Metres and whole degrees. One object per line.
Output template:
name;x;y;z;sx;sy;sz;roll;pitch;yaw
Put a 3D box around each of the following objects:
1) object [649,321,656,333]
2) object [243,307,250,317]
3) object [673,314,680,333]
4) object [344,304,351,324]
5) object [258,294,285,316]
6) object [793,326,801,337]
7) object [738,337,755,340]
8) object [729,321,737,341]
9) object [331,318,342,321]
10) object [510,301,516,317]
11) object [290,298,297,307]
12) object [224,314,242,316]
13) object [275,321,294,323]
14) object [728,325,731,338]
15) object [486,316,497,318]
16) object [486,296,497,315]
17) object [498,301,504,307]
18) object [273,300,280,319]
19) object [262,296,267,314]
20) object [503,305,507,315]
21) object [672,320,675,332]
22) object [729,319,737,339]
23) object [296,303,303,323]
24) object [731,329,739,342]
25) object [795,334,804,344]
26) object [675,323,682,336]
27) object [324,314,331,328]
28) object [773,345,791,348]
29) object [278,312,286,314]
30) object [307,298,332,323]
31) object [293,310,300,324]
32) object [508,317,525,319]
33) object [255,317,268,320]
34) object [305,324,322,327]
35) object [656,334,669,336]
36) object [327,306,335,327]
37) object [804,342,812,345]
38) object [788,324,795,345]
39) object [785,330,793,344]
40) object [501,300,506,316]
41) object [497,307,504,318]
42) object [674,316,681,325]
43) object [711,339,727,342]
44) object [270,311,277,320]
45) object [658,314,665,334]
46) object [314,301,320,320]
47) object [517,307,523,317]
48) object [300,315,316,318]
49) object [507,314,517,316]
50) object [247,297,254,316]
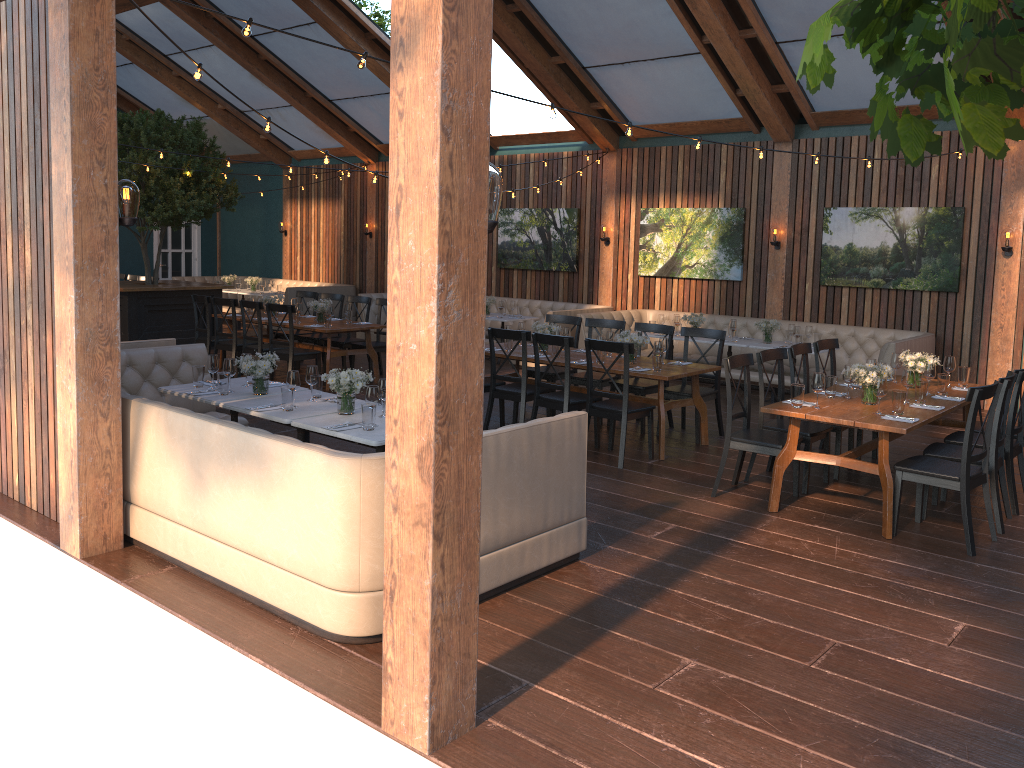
object;1.809;-0.733;11.405;0.092;0.157;0.092;5;7;26
object;-3.473;-0.963;11.592;0.092;0.157;0.092;-3;8;-33
object;2.135;-0.783;11.502;0.092;0.243;0.093;1;6;-2
object;-2.049;-0.872;11.004;0.092;0.243;0.093;-1;7;-24
object;-3.169;-1.050;11.714;0.330;0.307;0.337;7;9;35
object;3.288;-0.543;10.216;0.092;0.243;0.093;1;6;-7
object;2.902;-0.575;11.041;0.158;0.019;0.256;9;12;40
object;2.679;-0.642;10.725;0.092;0.243;0.093;1;6;-7
object;-2.328;-0.834;11.419;0.158;0.019;0.256;9;12;40
object;0.010;-1.120;13.224;0.092;0.243;0.093;1;6;-2
object;-2.887;-1.009;11.712;0.092;0.243;0.092;6;7;37
object;-3.651;-0.912;11.679;0.158;0.019;0.256;9;12;40
object;-2.797;-0.773;10.968;0.158;0.019;0.256;9;12;40
object;2.751;-0.658;11.100;0.092;0.157;0.092;5;7;26
object;-0.325;-0.994;13.089;0.158;0.019;0.256;9;12;40
object;-0.394;-1.205;13.477;0.336;0.307;0.331;-3;9;-33
object;-0.161;-1.108;13.122;0.092;0.243;0.092;7;8;43
object;-3.017;-0.952;11.334;0.092;0.243;0.092;6;7;37
object;-3.367;-1.081;12.071;0.092;0.243;0.093;4;6;20
object;-0.127;-1.130;13.523;0.092;0.157;0.092;5;7;26
object;2.141;-0.758;11.614;0.092;0.157;0.092;5;7;26
object;2.745;-0.683;10.987;0.092;0.243;0.093;1;6;-7
object;-2.644;-0.888;11.000;0.092;0.243;0.092;7;8;43
object;2.671;-0.582;10.621;0.092;0.157;0.092;5;7;26
object;3.280;-0.483;10.111;0.092;0.157;0.092;5;7;26
object;2.087;-0.680;11.124;0.092;0.157;0.092;5;7;26
object;-2.190;-0.750;10.495;0.092;0.157;0.092;0;7;-13
object;3.125;-0.429;10.183;0.158;0.019;0.256;9;12;40
object;-3.184;-0.974;12.135;0.158;0.019;0.256;9;12;40
object;-2.389;-0.916;11.018;0.329;0.307;0.339;0;8;-12
object;-2.643;-0.822;10.861;0.092;0.157;0.092;-1;7;-23
object;0.050;-0.982;13.075;0.256;0.019;0.158;9;12;40
object;-3.179;-0.838;11.305;0.158;0.019;0.256;9;12;40
object;-2.355;-0.700;10.592;0.158;0.019;0.256;9;12;40
object;1.932;-0.626;11.195;0.158;0.019;0.256;9;12;40
object;-2.178;-0.816;10.638;0.092;0.243;0.092;7;8;43
object;3.474;-0.481;10.559;0.158;0.019;0.256;9;12;40
object;3.317;-0.589;10.505;0.092;0.243;0.093;1;6;-7
object;3.323;-0.564;10.617;0.092;0.157;0.092;5;7;26
object;-0.133;-1.154;13.411;0.092;0.243;0.093;1;6;-2
object;-0.170;-1.048;13.017;0.092;0.157;0.092;5;7;26
object;2.095;-0.740;11.228;0.092;0.243;0.093;1;6;-2
object;2.516;-0.528;10.692;0.158;0.019;0.256;9;12;40
object;-3.023;-0.889;11.214;0.092;0.157;0.092;-5;9;-43
object;1.920;-0.771;11.393;0.092;0.243;0.093;1;6;-2
object;-2.503;-0.941;11.347;0.092;0.243;0.093;1;6;-7
object;0.118;-1.074;13.221;0.092;0.157;0.092;0;7;-13
object;-2.733;-0.899;11.770;0.158;0.019;0.256;9;12;40
object;0.024;-1.046;13.465;0.158;0.019;0.256;9;12;40
object;-3.463;-1.027;11.722;0.092;0.243;0.093;1;6;-2
